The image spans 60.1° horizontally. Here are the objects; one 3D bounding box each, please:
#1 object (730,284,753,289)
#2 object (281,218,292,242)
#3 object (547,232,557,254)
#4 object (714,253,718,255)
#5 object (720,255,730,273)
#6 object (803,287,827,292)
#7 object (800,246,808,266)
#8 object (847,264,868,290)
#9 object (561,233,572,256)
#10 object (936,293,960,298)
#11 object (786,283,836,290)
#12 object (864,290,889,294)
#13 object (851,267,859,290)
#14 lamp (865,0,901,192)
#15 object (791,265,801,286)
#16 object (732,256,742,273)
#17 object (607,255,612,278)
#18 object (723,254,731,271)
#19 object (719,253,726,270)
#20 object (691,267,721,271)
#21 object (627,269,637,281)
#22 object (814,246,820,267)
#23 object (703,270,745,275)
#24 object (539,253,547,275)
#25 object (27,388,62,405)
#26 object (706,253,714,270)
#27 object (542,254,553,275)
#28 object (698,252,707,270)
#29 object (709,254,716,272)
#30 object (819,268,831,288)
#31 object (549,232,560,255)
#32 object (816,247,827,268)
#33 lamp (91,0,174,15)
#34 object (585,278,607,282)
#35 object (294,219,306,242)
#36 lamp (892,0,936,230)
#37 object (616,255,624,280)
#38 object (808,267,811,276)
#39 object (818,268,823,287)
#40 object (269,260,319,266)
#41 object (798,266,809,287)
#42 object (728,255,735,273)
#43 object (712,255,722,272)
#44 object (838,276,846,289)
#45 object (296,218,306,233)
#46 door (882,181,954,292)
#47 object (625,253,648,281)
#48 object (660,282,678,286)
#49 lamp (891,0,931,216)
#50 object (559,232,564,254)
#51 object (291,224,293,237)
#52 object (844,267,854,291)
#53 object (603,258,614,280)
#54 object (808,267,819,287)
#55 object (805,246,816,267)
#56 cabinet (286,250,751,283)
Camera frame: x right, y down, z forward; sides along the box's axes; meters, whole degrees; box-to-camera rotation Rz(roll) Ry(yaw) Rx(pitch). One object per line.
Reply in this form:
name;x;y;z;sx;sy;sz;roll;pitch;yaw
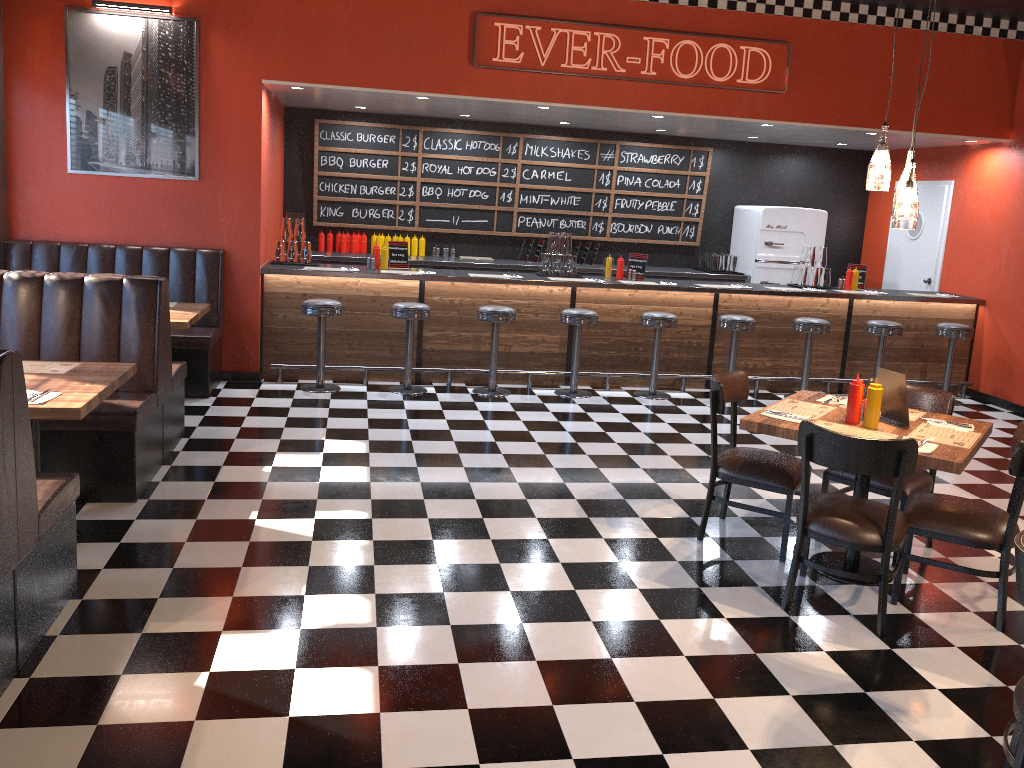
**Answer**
object;2.232;-0.955;8.642;0.157;0.019;0.257;1;12;-10
object;-2.054;-1.405;8.073;0.105;0.207;0.106;-1;11;-25
object;0.392;-1.370;8.602;0.106;0.207;0.106;10;12;34
object;2.409;-1.468;10.631;0.106;0.207;0.106;10;12;34
object;2.462;-1.384;10.259;0.106;0.207;0.106;10;12;34
object;2.989;-0.939;8.782;0.157;0.019;0.257;0;12;-14
object;3.009;-1.310;9.071;0.106;0.207;0.106;10;12;34
object;3.564;-1.110;9.177;0.189;0.255;0.073;8;11;24
object;0.530;-1.344;8.524;0.106;0.207;0.106;10;12;34
object;4.455;-0.912;9.072;0.157;0.019;0.257;3;12;0
object;3.075;-1.001;9.096;0.437;0.018;0.275;1;12;-10
object;3.656;-0.930;8.929;0.157;0.019;0.257;0;12;-15
object;3.503;-1.077;9.051;0.068;0.236;0.068;-5;13;-41
lamp;1.814;-1.888;4.098;0.108;1.951;0.109;0;10;-18
object;2.934;-1.112;9.115;0.106;0.207;0.106;10;12;34
object;2.596;-1.370;10.230;0.106;0.207;0.106;10;12;34
object;0.947;-1.148;8.656;0.068;0.236;0.068;4;10;2
object;2.552;-1.442;10.554;0.106;0.207;0.106;10;12;34
object;2.537;-1.470;10.677;0.106;0.207;0.106;10;12;34
object;2.397;-1.364;10.595;0.437;0.018;0.275;1;12;-10
object;1.166;-1.070;8.601;0.094;0.135;0.047;12;13;39
object;3.123;-1.310;9.101;0.106;0.207;0.106;10;12;34
object;2.456;-1.297;10.301;0.437;0.018;0.275;1;12;-10
object;0.317;-1.171;8.646;0.106;0.207;0.106;10;12;34
object;-2.047;0.049;3.811;0.157;0.019;0.257;3;12;-4
object;2.352;-1.444;10.504;0.106;0.207;0.106;10;12;34
object;0.349;-1.147;8.540;0.106;0.207;0.106;10;12;34
object;2.271;-1.468;10.596;0.106;0.207;0.106;10;12;34
object;2.345;-1.400;10.297;0.106;0.207;0.106;10;12;34
object;3.197;-1.078;9.033;0.106;0.207;0.106;10;12;34
object;0.412;-1.350;8.515;0.106;0.207;0.106;10;12;34
object;3.147;-1.285;8.993;0.106;0.207;0.106;10;12;34
lamp;-3.030;-3.014;7.094;0.610;0.056;0.082;1;12;-10
object;0.782;-0.986;8.371;0.157;0.019;0.257;0;12;-14
object;-1.936;-1.400;8.082;0.105;0.207;0.106;-1;11;-25
lamp;1.889;-1.683;3.977;0.109;1.951;0.109;11;12;36
object;1.057;-1.139;8.643;0.068;0.236;0.068;4;10;2
object;3.050;-1.107;9.123;0.106;0.207;0.106;10;12;34
object;3.167;-1.104;9.145;0.106;0.207;0.106;10;12;34
object;-2.008;-1.116;8.185;0.437;0.018;0.275;1;12;-10
object;2.966;-1.087;9.009;0.106;0.207;0.106;10;12;34
object;2.570;-1.395;10.341;0.106;0.207;0.106;10;12;34
object;2.352;-1.376;10.190;0.106;0.207;0.106;10;12;34
object;3.391;-1.041;9.098;0.093;0.135;0.047;1;10;-15
object;-1.961;-1.425;8.190;0.105;0.207;0.106;-1;11;-25
door;4.517;-1.208;10.089;0.161;2.163;1.035;2;10;-10
object;1.223;-1.147;8.683;0.189;0.255;0.073;8;11;24
object;1.499;-0.964;8.474;0.157;0.019;0.257;5;12;5
lamp;1.932;-1.763;4.082;0.108;1.951;0.109;-1;11;-23
object;0.505;-1.369;8.632;0.106;0.207;0.106;10;12;34
object;-2.074;-1.425;8.161;0.105;0.207;0.106;-1;11;-25
object;3.425;-1.071;8.999;0.068;0.236;0.068;7;11;20
object;0.920;-1.101;8.500;0.106;0.207;0.106;10;12;34
object;3.075;-1.083;9.019;0.106;0.207;0.106;10;12;34
object;3.029;-1.290;8.984;0.106;0.207;0.106;10;12;34
cabinet;0.059;-0.889;10.128;5.283;0.992;0.681;1;11;-10
